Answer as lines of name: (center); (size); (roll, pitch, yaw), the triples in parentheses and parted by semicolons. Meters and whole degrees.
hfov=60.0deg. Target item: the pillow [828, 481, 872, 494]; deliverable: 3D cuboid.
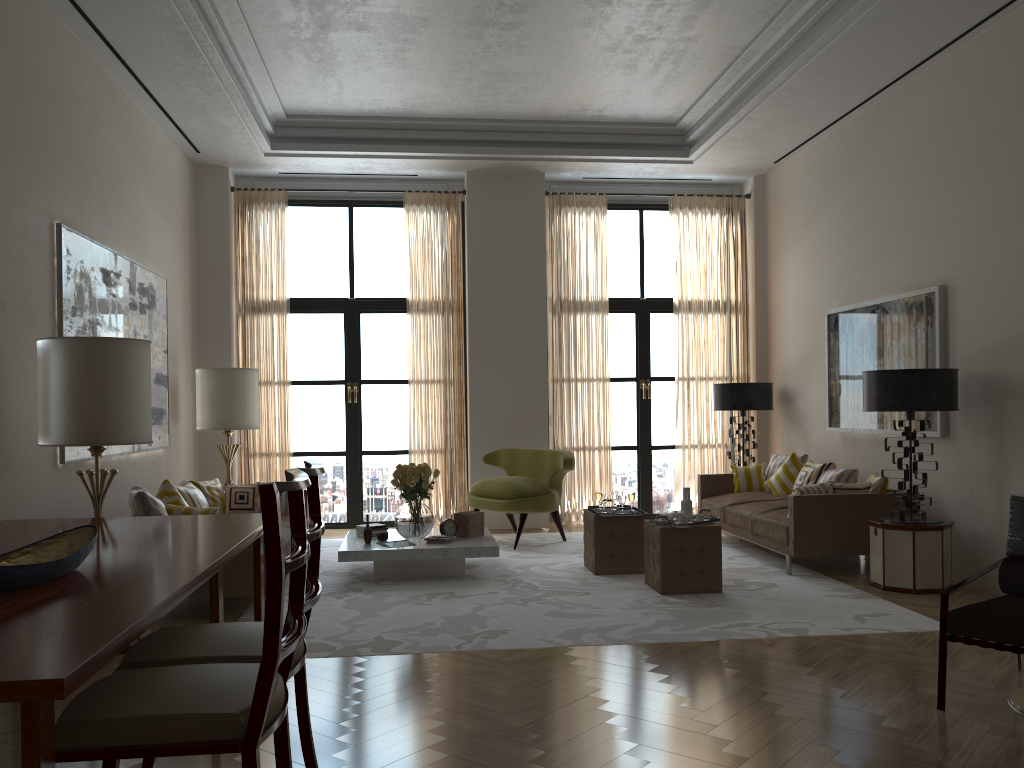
pillow: (3.430, 1.208, 9.122); (0.464, 0.412, 0.304); (-1, 0, -8)

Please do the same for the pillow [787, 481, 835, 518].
pillow: (3.062, 1.210, 9.117); (0.498, 0.428, 0.327); (0, -1, -18)

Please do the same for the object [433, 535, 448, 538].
object: (-0.740, 1.578, 9.178); (0.139, 0.019, 0.137); (0, -2, -22)

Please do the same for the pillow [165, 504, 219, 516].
pillow: (-2.673, 1.224, 7.489); (0.482, 0.433, 0.318); (-1, 0, 3)

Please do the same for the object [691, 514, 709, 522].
object: (1.772, 1.262, 8.355); (0.176, 0.067, 0.176); (-1, -1, -8)

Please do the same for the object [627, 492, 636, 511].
object: (1.263, 1.239, 9.338); (0.098, 0.192, 0.098); (-1, 0, 19)

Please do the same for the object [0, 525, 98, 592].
object: (-2.077, 0.751, 3.766); (0.331, 0.164, 1.083); (-1, -1, 4)

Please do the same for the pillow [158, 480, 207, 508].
pillow: (-3.137, 1.220, 8.559); (0.403, 0.547, 0.617); (-1, -1, -3)

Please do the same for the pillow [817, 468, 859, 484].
pillow: (3.663, 1.234, 10.112); (0.371, 0.565, 0.660); (-1, -1, -11)

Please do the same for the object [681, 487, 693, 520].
object: (1.678, 1.150, 8.527); (0.113, 0.305, 0.125); (-1, 0, 31)

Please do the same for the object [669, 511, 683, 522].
object: (1.556, 1.248, 8.424); (0.176, 0.105, 0.136); (-1, -1, -10)

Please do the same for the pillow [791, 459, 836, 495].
pillow: (3.561, 1.182, 10.483); (0.403, 0.547, 0.617); (-1, -1, -3)

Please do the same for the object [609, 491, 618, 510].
object: (1.083, 1.245, 9.469); (0.098, 0.192, 0.098); (-1, 0, -7)

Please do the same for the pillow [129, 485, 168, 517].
pillow: (-3.084, 1.171, 7.594); (0.355, 0.576, 0.624); (-1, -1, -28)

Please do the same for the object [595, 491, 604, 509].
object: (0.937, 1.249, 9.525); (0.098, 0.192, 0.098); (-1, 0, -24)

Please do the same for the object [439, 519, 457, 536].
object: (-0.676, 1.536, 9.416); (0.082, 0.209, 0.204); (-1, -1, 45)

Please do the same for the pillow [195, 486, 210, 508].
pillow: (-3.238, 1.295, 8.931); (0.371, 0.565, 0.660); (-1, -1, -11)

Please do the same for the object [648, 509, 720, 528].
object: (1.625, 1.256, 8.348); (0.720, 0.101, 0.441); (1, -2, -43)

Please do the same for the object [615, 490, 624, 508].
object: (1.163, 1.247, 9.587); (0.098, 0.192, 0.098); (-1, 0, 41)

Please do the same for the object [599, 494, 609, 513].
object: (0.952, 1.239, 9.178); (0.098, 0.192, 0.098); (-1, 0, 19)

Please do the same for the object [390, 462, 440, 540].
object: (-1.016, 1.247, 9.431); (0.540, 0.821, 0.627); (-1, 0, -11)

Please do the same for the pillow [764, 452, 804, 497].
pillow: (3.473, 1.159, 11.045); (0.767, 0.617, 0.355); (-1, -1, 37)

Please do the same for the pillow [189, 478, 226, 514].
pillow: (-3.326, 1.285, 9.796); (0.296, 0.476, 0.515); (-1, -1, 15)

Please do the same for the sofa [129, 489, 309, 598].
sofa: (-2.839, 1.590, 8.724); (1.351, 0.819, 2.980); (-1, -1, -6)

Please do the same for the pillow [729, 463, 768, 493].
pillow: (3.097, 1.256, 11.554); (0.482, 0.433, 0.318); (-1, 0, 3)

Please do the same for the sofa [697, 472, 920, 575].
sofa: (3.273, 1.551, 10.320); (1.351, 0.819, 2.980); (-1, -1, -6)

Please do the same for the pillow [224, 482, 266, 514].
pillow: (-3.004, 1.316, 9.921); (0.464, 0.412, 0.304); (-1, 0, -8)

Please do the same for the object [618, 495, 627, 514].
object: (1.127, 1.233, 9.040); (0.098, 0.192, 0.098); (-1, 0, -7)

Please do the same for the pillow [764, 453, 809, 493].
pillow: (3.507, 1.186, 11.449); (0.355, 0.576, 0.624); (-1, -1, -28)

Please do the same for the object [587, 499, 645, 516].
object: (1.084, 1.300, 9.323); (0.491, 0.092, 0.802); (-1, -2, -6)

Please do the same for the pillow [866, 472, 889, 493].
pillow: (3.751, 1.175, 9.247); (0.296, 0.476, 0.515); (-1, -1, 15)

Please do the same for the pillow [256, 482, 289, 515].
pillow: (-2.637, 1.308, 9.926); (0.498, 0.428, 0.327); (0, -1, -18)

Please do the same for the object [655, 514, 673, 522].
object: (1.426, 1.251, 8.289); (0.176, 0.067, 0.176); (0, -2, -31)

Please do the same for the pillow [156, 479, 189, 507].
pillow: (-3.050, 1.165, 7.997); (0.767, 0.617, 0.355); (-1, -1, 37)
